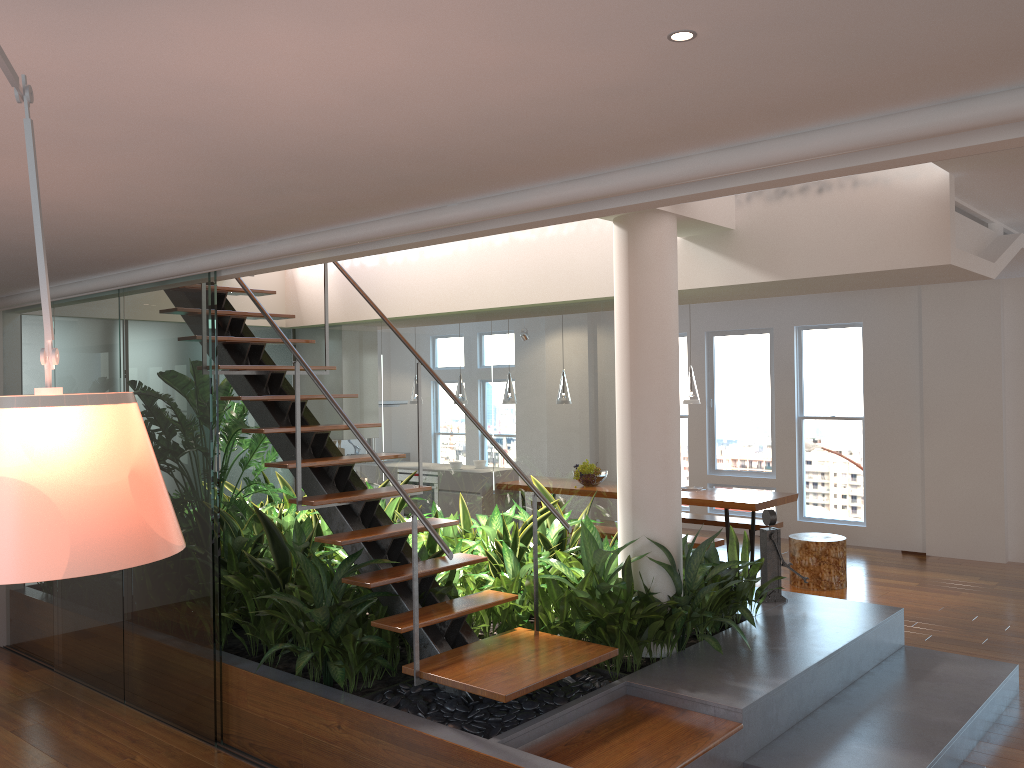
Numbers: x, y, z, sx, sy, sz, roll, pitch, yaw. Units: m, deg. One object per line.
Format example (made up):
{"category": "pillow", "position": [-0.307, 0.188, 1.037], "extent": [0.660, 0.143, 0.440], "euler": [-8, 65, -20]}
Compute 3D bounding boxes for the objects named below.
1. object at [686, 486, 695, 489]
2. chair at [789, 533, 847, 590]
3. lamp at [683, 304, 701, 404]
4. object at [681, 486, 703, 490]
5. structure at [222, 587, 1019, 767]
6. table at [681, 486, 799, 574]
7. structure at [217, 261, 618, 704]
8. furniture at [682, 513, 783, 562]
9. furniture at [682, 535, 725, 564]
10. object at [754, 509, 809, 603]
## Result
{"category": "object", "position": [1.723, 0.998, 8.519], "extent": [0.079, 0.030, 0.070], "euler": [-1, 0, -6]}
{"category": "chair", "position": [2.590, 1.497, 7.515], "extent": [0.460, 0.400, 0.460], "euler": [-1, 0, -39]}
{"category": "lamp", "position": [1.616, -0.351, 8.025], "extent": [0.160, 1.060, 0.160], "euler": [-1, 0, -22]}
{"category": "object", "position": [1.723, 1.004, 8.519], "extent": [0.222, 0.020, 0.222], "euler": [-1, 0, 33]}
{"category": "structure", "position": [-0.359, 1.557, 5.488], "extent": [5.584, 0.386, 3.088], "euler": [-1, 0, 41]}
{"category": "table", "position": [0.055, 1.396, 9.697], "extent": [5.996, 0.704, 0.893], "euler": [-1, 0, 41]}
{"category": "structure", "position": [-1.032, -0.518, 5.770], "extent": [4.591, 4.265, 2.552], "euler": [-1, 0, 41]}
{"category": "furniture", "position": [1.950, 1.522, 8.823], "extent": [1.433, 0.389, 0.316], "euler": [-1, 0, 41]}
{"category": "furniture", "position": [1.172, 1.530, 7.919], "extent": [1.433, 0.389, 0.316], "euler": [-1, 0, 41]}
{"category": "object", "position": [1.661, 1.054, 5.485], "extent": [0.318, 0.565, 0.134], "euler": [-1, 0, -13]}
